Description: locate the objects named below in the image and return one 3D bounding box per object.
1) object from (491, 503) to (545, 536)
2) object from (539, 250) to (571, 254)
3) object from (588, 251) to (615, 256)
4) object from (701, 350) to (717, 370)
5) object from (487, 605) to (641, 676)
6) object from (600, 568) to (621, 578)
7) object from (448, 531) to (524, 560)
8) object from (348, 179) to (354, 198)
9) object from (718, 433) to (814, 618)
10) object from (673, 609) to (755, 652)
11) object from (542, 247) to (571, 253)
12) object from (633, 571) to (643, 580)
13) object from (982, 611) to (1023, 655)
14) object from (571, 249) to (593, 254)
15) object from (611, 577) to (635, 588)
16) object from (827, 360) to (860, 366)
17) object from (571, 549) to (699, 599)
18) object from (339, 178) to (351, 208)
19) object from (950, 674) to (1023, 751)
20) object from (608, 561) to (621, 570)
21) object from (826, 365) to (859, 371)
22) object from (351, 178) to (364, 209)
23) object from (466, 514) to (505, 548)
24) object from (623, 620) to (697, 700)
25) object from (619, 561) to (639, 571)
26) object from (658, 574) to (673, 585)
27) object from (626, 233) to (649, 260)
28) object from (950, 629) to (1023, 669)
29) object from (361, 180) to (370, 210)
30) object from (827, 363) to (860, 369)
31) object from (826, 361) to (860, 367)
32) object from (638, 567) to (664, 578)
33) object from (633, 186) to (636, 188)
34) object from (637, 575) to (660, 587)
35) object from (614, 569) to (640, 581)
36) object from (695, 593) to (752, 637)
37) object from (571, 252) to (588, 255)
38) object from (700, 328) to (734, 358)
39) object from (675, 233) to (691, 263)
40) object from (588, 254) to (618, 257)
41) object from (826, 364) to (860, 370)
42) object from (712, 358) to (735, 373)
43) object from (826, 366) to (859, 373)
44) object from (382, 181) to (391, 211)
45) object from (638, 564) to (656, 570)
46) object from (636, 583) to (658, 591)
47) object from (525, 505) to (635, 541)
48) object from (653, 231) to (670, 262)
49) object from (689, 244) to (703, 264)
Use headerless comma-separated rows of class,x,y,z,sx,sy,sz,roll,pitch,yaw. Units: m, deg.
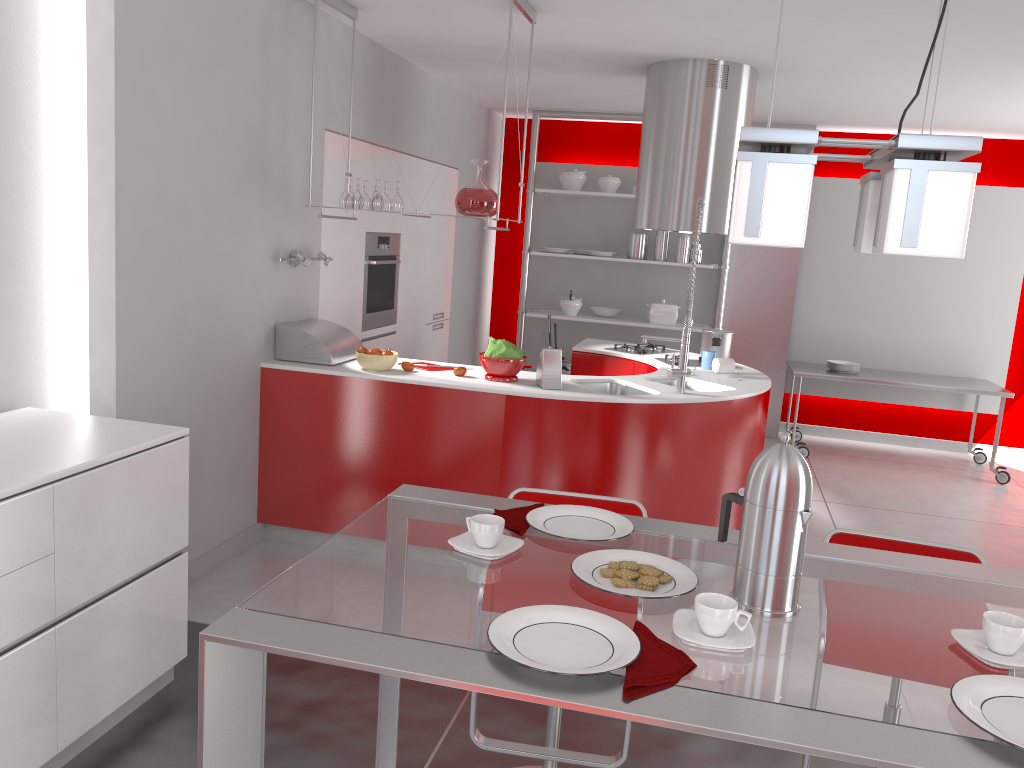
object,0.001,0.266,1.795,0.095,0.012,0.234,6,10,13
object,0.369,-1.099,7.409,0.280,0.015,0.280,-4,13,-40
object,0.736,-1.070,7.311,0.244,0.042,0.244,4,10,-3
object,1.097,-0.136,4.965,0.080,0.100,0.109,2,10,-14
object,0.072,0.362,1.247,0.217,0.015,0.217,2,10,-11
object,0.170,0.324,1.522,0.036,0.006,0.034,4,10,-4
object,-0.047,0.293,1.610,0.119,0.016,0.119,10,11,32
object,-0.787,-0.927,4.339,0.060,0.141,0.060,6,10,13
object,0.407,0.216,1.434,0.149,0.287,0.113,8,10,20
object,0.298,0.367,1.315,0.119,0.016,0.119,6,10,10
object,0.370,-1.112,7.407,0.244,0.042,0.244,4,10,-3
object,0.215,0.327,1.521,0.036,0.006,0.034,10,11,30
object,0.738,0.375,1.315,0.078,0.049,0.062,11,12,35
object,0.625,-1.123,7.575,0.244,0.042,0.244,5,10,4
object,0.186,0.332,1.484,0.036,0.006,0.034,3,10,-8
object,2.609,-0.160,6.986,0.228,0.020,0.228,3,10,-5
object,0.208,0.327,1.512,0.217,0.015,0.217,-4,12,-39
object,-0.797,-0.913,4.255,0.060,0.141,0.060,6,10,13
object,0.672,0.427,1.119,0.217,0.015,0.217,11,12,36
object,0.187,0.320,1.555,0.036,0.006,0.034,6,10,13
object,2.606,-0.120,6.993,0.228,0.020,0.228,3,10,-5
object,-0.729,-0.897,4.189,0.060,0.141,0.060,2,10,-10
object,-0.053,0.268,1.608,0.078,0.049,0.062,6,10,12
object,0.206,0.379,1.214,0.095,0.012,0.234,6,10,11
object,0.204,0.316,1.546,0.034,0.006,0.036,4,10,1
object,0.254,0.331,1.514,0.034,0.006,0.036,11,12,34
object,1.030,-1.132,7.302,0.184,0.205,0.172,7,10,18
object,0.730,0.397,1.323,0.119,0.016,0.119,3,10,-7
object,-0.713,-0.914,4.291,0.060,0.141,0.060,6,10,13
object,2.607,-0.140,6.990,0.228,0.020,0.228,3,10,-5
object,2.608,-0.150,6.988,0.228,0.020,0.228,3,10,-5
object,0.238,0.323,1.523,0.036,0.006,0.034,11,12,36
object,1.095,-1.596,7.263,0.200,0.030,0.200,6,10,13
object,0.229,0.329,1.483,0.034,0.006,0.036,8,11,24
object,0.195,0.323,1.505,0.034,0.006,0.036,-4,12,-40
object,0.304,0.345,1.305,0.062,0.049,0.078,-3,12,-37
object,0.624,-1.109,7.577,0.280,0.015,0.280,-4,13,-40
object,1.222,-0.243,5.296,0.189,0.185,0.218,0,11,-25
object,1.377,-1.112,7.126,0.115,0.274,0.115,5,10,5
object,0.735,-1.056,7.313,0.280,0.015,0.280,13,13,41
object,2.606,-0.130,6.992,0.228,0.020,0.228,3,10,-5
object,1.149,-0.104,4.850,0.100,0.080,0.109,1,10,-17
object,2.605,-0.110,6.995,0.228,0.020,0.228,3,10,-5
object,-0.612,-0.907,4.293,0.060,0.141,0.060,6,10,13
object,0.232,0.323,1.553,0.036,0.006,0.034,6,10,12
object,0.226,0.335,1.480,0.034,0.006,0.036,7,10,17
object,0.134,0.280,1.759,0.217,0.015,0.217,-4,13,-40
object,1.221,-1.164,7.206,0.109,0.329,0.110,6,10,10
object,1.505,-1.072,7.296,0.127,0.157,0.127,8,10,23
